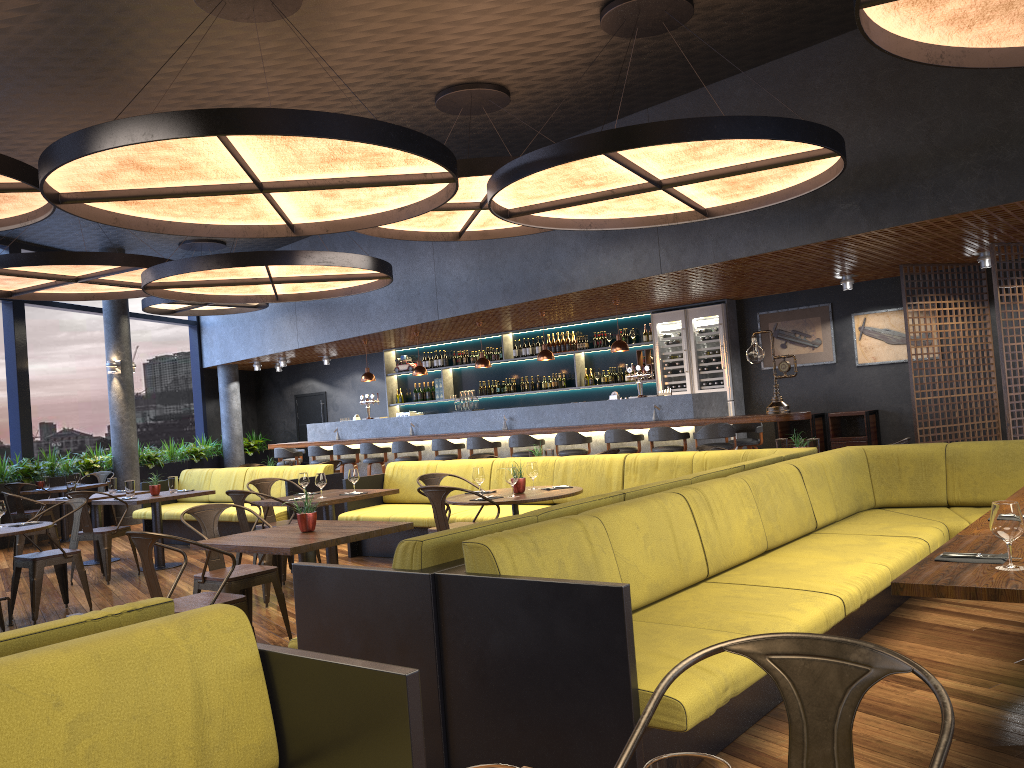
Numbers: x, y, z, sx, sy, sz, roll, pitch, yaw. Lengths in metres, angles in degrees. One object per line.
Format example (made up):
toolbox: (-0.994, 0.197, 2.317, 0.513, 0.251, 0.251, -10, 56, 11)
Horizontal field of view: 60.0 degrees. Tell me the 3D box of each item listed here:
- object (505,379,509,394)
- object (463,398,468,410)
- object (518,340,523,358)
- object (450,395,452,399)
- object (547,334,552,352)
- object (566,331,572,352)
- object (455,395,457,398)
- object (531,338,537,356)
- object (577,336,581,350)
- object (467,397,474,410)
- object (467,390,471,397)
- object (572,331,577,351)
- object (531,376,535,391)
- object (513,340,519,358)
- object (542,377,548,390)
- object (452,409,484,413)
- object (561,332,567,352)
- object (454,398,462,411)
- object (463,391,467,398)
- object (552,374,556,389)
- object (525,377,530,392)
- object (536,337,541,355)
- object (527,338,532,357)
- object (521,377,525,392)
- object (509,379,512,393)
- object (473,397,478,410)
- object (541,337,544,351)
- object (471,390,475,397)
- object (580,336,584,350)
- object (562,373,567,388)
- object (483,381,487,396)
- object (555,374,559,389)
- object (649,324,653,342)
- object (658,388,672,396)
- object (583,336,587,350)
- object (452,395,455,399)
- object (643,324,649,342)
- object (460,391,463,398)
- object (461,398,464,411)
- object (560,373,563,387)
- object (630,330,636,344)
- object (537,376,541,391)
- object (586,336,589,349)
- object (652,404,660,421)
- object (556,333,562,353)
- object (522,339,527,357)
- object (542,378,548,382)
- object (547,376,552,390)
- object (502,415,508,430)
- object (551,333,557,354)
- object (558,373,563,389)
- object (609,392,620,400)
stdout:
object: (-0.088, 0.038, 15.190, 0.063, 0.254, 0.063, -3, -2, -34)
object: (-0.687, 0.309, 13.335, 0.105, 0.209, 0.105, -4, -2, -17)
object: (0.139, -0.593, 15.072, 0.085, 0.310, 0.086, -3, -2, -37)
object: (-1.099, 0.236, 15.984, 0.042, 0.059, 0.042, -4, -2, 0)
object: (0.610, -0.655, 14.570, 0.084, 0.330, 0.084, -3, -2, -45)
object: (0.911, -0.686, 14.331, 0.084, 0.330, 0.084, -3, -2, -45)
object: (-1.007, 0.226, 15.912, 0.042, 0.059, 0.042, -4, -2, 0)
object: (0.365, -0.616, 14.895, 0.085, 0.310, 0.086, -3, -2, -41)
object: (1.068, -0.648, 14.205, 0.056, 0.227, 0.056, -4, -2, 0)
object: (-0.619, 0.300, 13.215, 0.105, 0.209, 0.105, -4, -2, -17)
object: (-0.760, 0.172, 15.740, 0.084, 0.119, 0.084, -4, -2, -7)
object: (1.009, -0.691, 14.412, 0.084, 0.330, 0.084, -3, -2, -45)
object: (0.347, -0.004, 14.940, 0.063, 0.254, 0.063, -5, -2, 10)
object: (0.058, -0.589, 15.015, 0.085, 0.310, 0.086, -4, -2, -25)
object: (0.541, -0.011, 14.689, 0.088, 0.224, 0.088, -5, -2, 8)
object: (-0.659, 0.403, 13.351, 0.437, 0.019, 0.273, -6, -2, 38)
object: (0.835, -0.678, 14.388, 0.084, 0.330, 0.084, -3, -2, -45)
object: (-0.811, 0.320, 13.371, 0.105, 0.209, 0.105, -4, -2, -17)
object: (-0.828, 0.179, 15.793, 0.084, 0.119, 0.084, -4, -2, -7)
object: (0.681, -0.042, 14.502, 0.063, 0.254, 0.063, -5, -2, 31)
object: (0.257, 0.001, 14.869, 0.063, 0.254, 0.063, -4, -2, -15)
object: (0.438, -0.627, 14.721, 0.085, 0.310, 0.086, -4, -2, -18)
object: (0.285, -0.611, 14.839, 0.085, 0.310, 0.086, -4, -2, -25)
object: (0.179, 0.009, 14.932, 0.063, 0.254, 0.063, -5, -2, 10)
object: (-0.033, 0.035, 15.249, 0.063, 0.254, 0.063, -4, -2, -19)
object: (-0.554, 0.298, 13.310, 0.105, 0.209, 0.105, -4, -2, -17)
object: (0.515, -0.631, 14.781, 0.085, 0.310, 0.086, -4, -2, -11)
object: (-0.692, 0.165, 15.686, 0.084, 0.119, 0.084, -4, -2, -7)
object: (1.116, -0.653, 14.168, 0.056, 0.227, 0.056, -5, -2, 15)
object: (0.857, -0.056, 14.530, 0.063, 0.254, 0.063, -5, -2, 10)
object: (-0.471, 0.075, 15.459, 0.063, 0.254, 0.063, -5, -2, 25)
object: (0.740, -0.045, 14.579, 0.063, 0.254, 0.063, -4, -2, -24)
object: (2.116, -0.778, 13.473, 0.079, 0.281, 0.079, -5, -2, 7)
object: (1.927, 0.102, 11.192, 0.177, 0.091, 0.091, -5, -2, 13)
object: (1.165, -0.658, 14.130, 0.056, 0.227, 0.056, -5, -2, 25)
object: (-1.048, 0.229, 15.897, 0.042, 0.059, 0.042, -4, -2, 0)
object: (2.042, -0.771, 13.531, 0.079, 0.281, 0.079, -3, -2, -43)
object: (-0.894, 0.186, 15.845, 0.084, 0.119, 0.084, -4, -2, -7)
object: (-0.735, 0.316, 13.449, 0.105, 0.209, 0.105, -4, -2, -17)
object: (0.804, -0.048, 14.633, 0.063, 0.254, 0.063, -4, -2, -25)
object: (1.856, -0.717, 13.609, 0.097, 0.206, 0.097, -5, -2, 7)
object: (0.444, -0.013, 14.873, 0.063, 0.254, 0.063, -4, -2, -4)
object: (1.202, -0.659, 14.179, 0.056, 0.227, 0.056, -6, -2, 40)
object: (1.792, 0.354, 11.071, 0.114, 0.203, 0.069, -4, -2, -17)
object: (0.757, -0.670, 14.455, 0.084, 0.330, 0.084, -3, -2, -45)
object: (0.214, -0.604, 14.898, 0.085, 0.310, 0.086, -4, -2, -18)
object: (0.551, 0.001, 14.822, 0.097, 0.206, 0.097, -4, -2, -21)
object: (0.625, -0.020, 14.623, 0.088, 0.224, 0.088, -3, -2, -37)
object: (-0.096, 0.544, 12.552, 0.114, 0.203, 0.069, -5, -2, 27)
object: (0.684, -0.663, 14.513, 0.084, 0.330, 0.084, -3, -2, -45)
object: (0.784, -0.052, 14.451, 0.063, 0.254, 0.063, -3, -2, -45)
object: (1.079, 0.181, 11.886, 0.766, 0.106, 0.200, -6, -2, 38)
